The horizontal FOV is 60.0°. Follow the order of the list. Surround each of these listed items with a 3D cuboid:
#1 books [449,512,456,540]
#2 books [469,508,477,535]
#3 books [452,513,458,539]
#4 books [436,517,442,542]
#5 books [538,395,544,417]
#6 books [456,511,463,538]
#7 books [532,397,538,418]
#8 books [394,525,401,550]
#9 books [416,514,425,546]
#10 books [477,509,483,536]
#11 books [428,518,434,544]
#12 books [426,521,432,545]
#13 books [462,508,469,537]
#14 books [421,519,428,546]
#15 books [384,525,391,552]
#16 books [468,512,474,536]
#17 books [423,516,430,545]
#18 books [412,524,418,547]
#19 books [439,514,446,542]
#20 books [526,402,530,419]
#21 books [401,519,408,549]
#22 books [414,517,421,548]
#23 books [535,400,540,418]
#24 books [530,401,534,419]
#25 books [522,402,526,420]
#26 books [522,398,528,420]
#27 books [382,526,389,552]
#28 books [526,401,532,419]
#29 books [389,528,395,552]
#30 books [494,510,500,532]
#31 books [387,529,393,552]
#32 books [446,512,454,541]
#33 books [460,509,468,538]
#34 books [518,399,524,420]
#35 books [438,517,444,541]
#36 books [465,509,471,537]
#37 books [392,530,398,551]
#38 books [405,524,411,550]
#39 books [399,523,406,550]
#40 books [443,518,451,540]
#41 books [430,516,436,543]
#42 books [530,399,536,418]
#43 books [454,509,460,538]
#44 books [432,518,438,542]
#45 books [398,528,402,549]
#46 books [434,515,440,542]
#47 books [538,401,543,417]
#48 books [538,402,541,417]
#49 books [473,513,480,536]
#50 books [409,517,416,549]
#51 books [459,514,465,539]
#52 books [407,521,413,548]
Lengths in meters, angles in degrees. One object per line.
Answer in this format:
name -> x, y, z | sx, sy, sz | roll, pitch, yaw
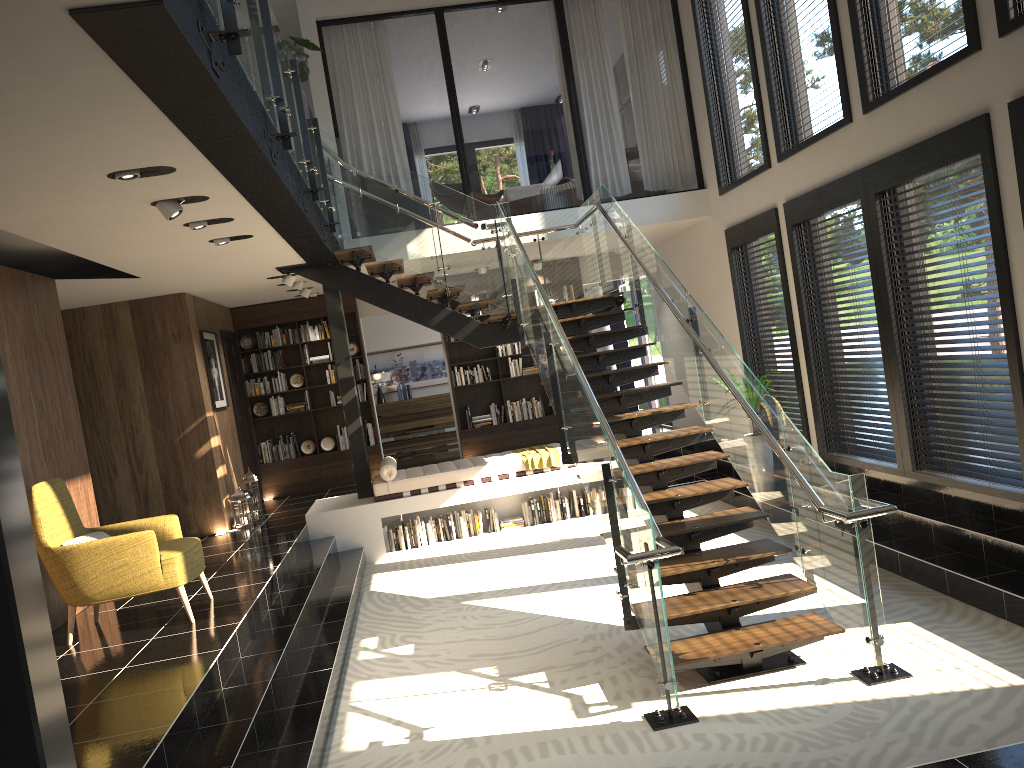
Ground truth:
books -> -0.665, 1.585, 9.930 | 0.025, 0.293, 0.205 | -9, 2, -6
books -> -0.437, 1.547, 9.982 | 0.036, 0.294, 0.128 | -9, 3, -6
books -> -0.639, 1.592, 9.951 | 0.029, 0.271, 0.128 | -9, 3, -6
books -> -0.817, 1.626, 9.936 | 0.023, 0.260, 0.133 | -9, 3, -6
books -> 0.425, 0.319, 12.815 | 0.022, 0.307, 0.131 | -9, 3, -6
books -> -0.590, 1.576, 9.947 | 0.025, 0.287, 0.169 | -9, 2, -6
books -> 0.327, 0.342, 12.787 | 0.025, 0.294, 0.177 | -9, 2, -6
books -> -1.268, 1.702, 9.837 | 0.030, 0.256, 0.145 | -9, 2, -6
books -> -1.014, 1.620, 9.840 | 0.051, 0.338, 0.187 | -9, 2, -6
books -> -0.359, 1.554, 9.955 | 0.050, 0.258, 0.215 | -9, 2, -6
books -> -0.902, 1.636, 9.874 | 0.021, 0.271, 0.148 | -9, 2, -6
books -> -0.922, 1.655, 9.858 | 0.029, 0.240, 0.165 | -9, 2, -6
books -> -0.517, 1.555, 9.943 | 0.020, 0.306, 0.172 | -9, 2, -6
books -> -0.972, 1.642, 9.845 | 0.025, 0.283, 0.149 | -9, 3, -6
books -> -1.374, 1.705, 9.805 | 0.024, 0.286, 0.130 | -9, 3, -6
books -> -0.465, 1.573, 9.969 | 0.034, 0.252, 0.151 | -9, 2, -6
books -> -0.953, 1.623, 9.856 | 0.021, 0.313, 0.139 | -9, 3, -6
books -> -1.072, 1.681, 9.840 | 0.029, 0.237, 0.146 | -9, 2, -6
books -> -0.772, 1.608, 9.915 | 0.028, 0.283, 0.172 | -9, 2, -6
books -> 0.219, 0.384, 12.767 | 0.023, 0.246, 0.149 | -9, 2, -6
books -> -1.189, 1.661, 9.835 | 0.029, 0.314, 0.163 | -9, 3, -6
books -> -1.047, 1.641, 9.816 | 0.028, 0.310, 0.211 | -9, 2, -6
books -> 0.357, 0.360, 12.778 | 0.028, 0.250, 0.162 | -9, 2, -6
books -> 0.276, 0.372, 12.782 | 0.029, 0.250, 0.142 | -9, 2, -6
books -> 0.165, 0.389, 12.754 | 0.025, 0.255, 0.202 | -9, 2, -6
books -> 0.186, 0.359, 12.775 | 0.032, 0.306, 0.155 | -9, 3, -6
books -> -1.399, 1.717, 9.818 | 0.025, 0.270, 0.156 | -9, 2, -6
books -> 0.246, 0.375, 12.777 | 0.034, 0.255, 0.194 | -9, 2, -6
books -> -1.320, 1.720, 9.800 | 0.027, 0.241, 0.149 | -9, 2, -6
books -> -0.177, 1.543, 10.001 | 0.030, 0.218, 0.186 | -9, 2, -6
books -> -1.344, 1.729, 9.795 | 0.024, 0.229, 0.171 | -9, 2, -6
books -> -0.693, 1.587, 9.914 | 0.033, 0.300, 0.195 | -9, 2, -6
books -> -0.540, 1.559, 9.946 | 0.026, 0.305, 0.187 | -9, 2, -6
books -> 0.131, 0.372, 12.774 | 0.032, 0.298, 0.169 | -9, 2, -6
books -> -0.794, 1.622, 9.921 | 0.019, 0.261, 0.182 | -9, 2, -6
books -> -0.495, 1.558, 9.950 | 0.023, 0.293, 0.157 | -9, 3, -6
books -> -1.293, 1.729, 9.831 | 0.029, 0.211, 0.130 | -9, 2, -6
books -> -1.153, 1.686, 9.803 | 0.027, 0.254, 0.204 | -9, 2, -6
books -> -1.214, 1.686, 9.805 | 0.035, 0.273, 0.200 | -9, 2, -6
books -> -0.731, 1.626, 9.934 | 0.050, 0.234, 0.149 | -9, 2, -6
books -> -0.886, 1.620, 9.898 | 0.020, 0.296, 0.102 | -9, 3, -6
books -> 0.303, 0.353, 12.779 | 0.028, 0.280, 0.154 | -9, 2, -6
books -> -0.616, 1.569, 9.952 | 0.023, 0.308, 0.126 | -9, 3, -6
books -> -0.866, 1.640, 9.947 | 0.026, 0.247, 0.149 | -9, 2, -6
books -> -1.240, 1.714, 9.834 | 0.020, 0.225, 0.156 | -9, 2, -6
books -> -0.844, 1.617, 9.947 | 0.025, 0.285, 0.137 | -9, 3, -6
books -> 0.409, 0.362, 12.804 | 0.026, 0.227, 0.129 | -9, 2, -6
books -> 0.384, 0.369, 12.802 | 0.026, 0.221, 0.145 | -9, 2, -6
books -> -0.395, 1.573, 9.944 | 0.028, 0.233, 0.205 | -9, 2, -6
books -> -1.104, 1.644, 9.812 | 0.030, 0.322, 0.202 | -9, 2, -6
books -> -0.559, 1.592, 9.928 | 0.027, 0.246, 0.193 | -9, 2, -6
books -> -1.132, 1.669, 9.838 | 0.028, 0.279, 0.120 | -9, 3, -6
